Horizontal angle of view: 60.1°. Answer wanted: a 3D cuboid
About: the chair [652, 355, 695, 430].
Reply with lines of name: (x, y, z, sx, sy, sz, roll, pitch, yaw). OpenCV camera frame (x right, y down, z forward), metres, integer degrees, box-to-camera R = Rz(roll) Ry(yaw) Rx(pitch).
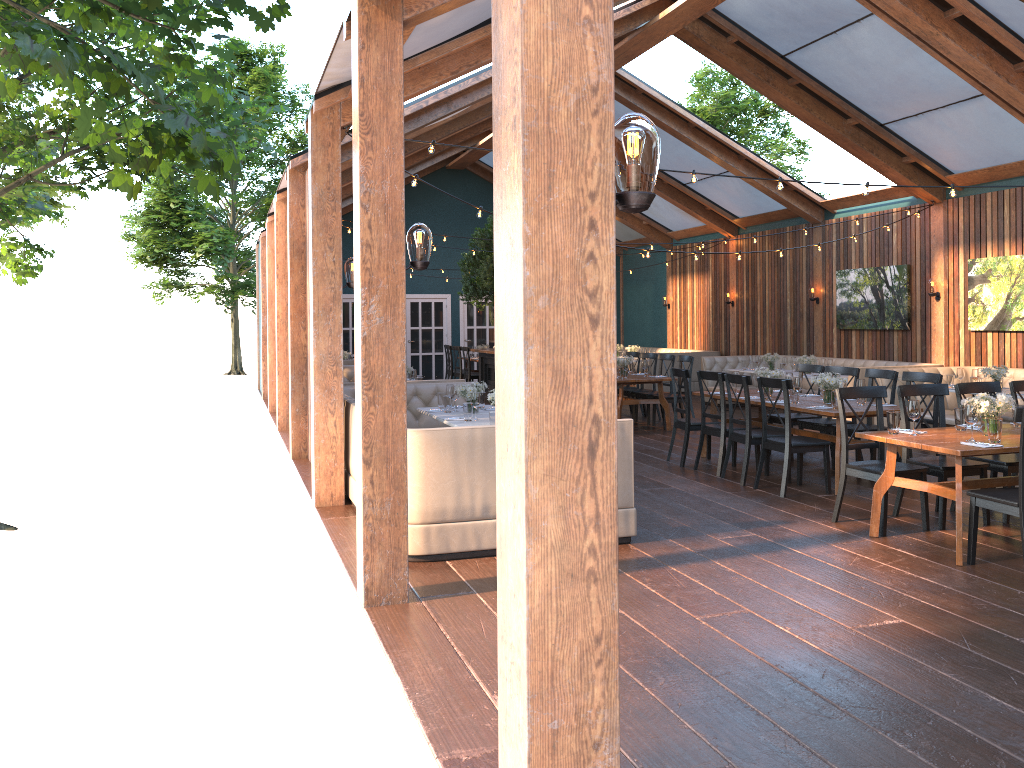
chair: (2.308, 0.109, 12.620, 0.539, 1.019, 0.478, -1, 1, -13)

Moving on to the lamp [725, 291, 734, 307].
lamp: (4.461, -1.751, 18.188, 0.178, 0.320, 0.146, -1, 1, -18)

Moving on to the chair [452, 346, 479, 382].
chair: (-0.971, -0.290, 18.573, 0.540, 1.019, 0.478, -1, 1, -23)

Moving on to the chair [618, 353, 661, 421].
chair: (1.962, 0.036, 13.685, 0.540, 1.019, 0.478, -1, 1, -23)

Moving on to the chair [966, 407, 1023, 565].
chair: (3.116, 0.626, 5.354, 0.477, 1.019, 0.540, -1, 1, -13)

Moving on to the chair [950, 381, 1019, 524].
chair: (3.794, 0.508, 6.899, 0.477, 1.019, 0.540, -1, 1, -23)

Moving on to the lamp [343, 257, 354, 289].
lamp: (-1.386, -0.933, 7.623, 0.178, 0.320, 0.146, -1, 1, -18)

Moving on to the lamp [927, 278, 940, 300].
lamp: (6.161, -1.388, 12.941, 0.178, 0.320, 0.146, -1, 1, -18)

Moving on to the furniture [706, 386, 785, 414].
furniture: (3.809, 0.305, 14.009, 0.313, 0.398, 2.333, -1, 4, -18)

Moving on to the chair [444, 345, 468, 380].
chair: (-1.254, -0.365, 19.658, 0.539, 1.019, 0.478, -1, 1, -12)

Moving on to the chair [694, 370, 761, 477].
chair: (2.184, 0.374, 8.974, 0.540, 1.019, 0.478, -1, 1, -21)

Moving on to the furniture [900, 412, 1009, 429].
furniture: (5.202, 0.602, 9.710, 0.313, 0.398, 2.333, -1, 4, -18)

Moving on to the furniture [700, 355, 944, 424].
furniture: (4.865, 0.040, 14.349, 1.710, 0.858, 4.165, -2, 4, -18)

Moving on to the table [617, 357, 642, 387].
table: (2.579, -0.251, 19.983, 0.799, 0.672, 0.800, -1, 3, -18)

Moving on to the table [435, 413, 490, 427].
table: (-0.221, 0.644, 7.953, 0.799, 0.672, 0.800, -1, 3, -18)

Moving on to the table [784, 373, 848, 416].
table: (4.699, 0.202, 13.439, 0.799, 0.672, 0.800, -1, 3, -19)

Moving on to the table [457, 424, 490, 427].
table: (0.030, 0.698, 7.176, 0.799, 0.672, 0.800, -1, 3, -19)

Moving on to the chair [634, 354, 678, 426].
chair: (2.135, 0.072, 13.153, 0.539, 1.019, 0.478, -1, 1, -18)

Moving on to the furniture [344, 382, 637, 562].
furniture: (-0.589, 0.563, 7.822, 1.710, 0.858, 4.165, -2, 4, -18)

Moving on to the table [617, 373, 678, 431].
table: (1.460, 0.220, 13.204, 0.950, 0.729, 2.435, -1, 4, -18)

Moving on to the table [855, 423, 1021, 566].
table: (3.746, 0.703, 6.226, 2.431, 0.729, 0.952, -2, 3, -18)

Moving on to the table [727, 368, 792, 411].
table: (4.196, 0.094, 14.992, 0.799, 0.672, 0.800, -1, 3, -19)

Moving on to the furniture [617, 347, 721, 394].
furniture: (3.003, -0.357, 20.096, 1.710, 0.858, 4.165, -2, 4, -18)

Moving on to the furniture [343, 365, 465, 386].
furniture: (-1.986, 0.265, 12.134, 1.710, 0.858, 4.165, -2, 4, -18)

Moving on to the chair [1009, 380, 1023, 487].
chair: (4.326, 0.491, 7.071, 0.477, 1.019, 0.540, -1, 1, -18)

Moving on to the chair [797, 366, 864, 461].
chair: (3.361, 0.334, 9.369, 0.540, 1.019, 0.478, -1, 1, -23)

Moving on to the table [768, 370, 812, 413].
table: (4.447, 0.148, 14.216, 0.799, 0.672, 0.800, -1, 3, -18)

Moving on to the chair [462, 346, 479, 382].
chair: (-0.752, -0.254, 18.054, 0.539, 1.019, 0.478, -1, 1, -18)

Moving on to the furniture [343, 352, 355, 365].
furniture: (-3.850, -0.133, 17.890, 1.710, 0.858, 4.165, -2, 4, -18)

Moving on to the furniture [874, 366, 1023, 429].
furniture: (6.259, 0.338, 10.046, 1.710, 0.858, 4.165, -2, 4, -18)

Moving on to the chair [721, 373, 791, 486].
chair: (2.328, 0.410, 8.446, 0.539, 1.019, 0.478, -1, 1, -12)

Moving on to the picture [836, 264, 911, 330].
picture: (5.784, -1.376, 14.245, 0.065, 0.997, 1.653, -1, 3, -18)

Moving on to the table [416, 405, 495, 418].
table: (-0.473, 0.590, 8.729, 0.799, 0.672, 0.800, -1, 3, -19)

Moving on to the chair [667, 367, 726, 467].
chair: (1.982, 0.337, 9.505, 0.539, 1.019, 0.478, -1, 1, -10)

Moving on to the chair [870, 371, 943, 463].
chair: (3.706, 0.408, 8.304, 0.539, 1.019, 0.478, -1, 1, -18)

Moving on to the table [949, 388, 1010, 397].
table: (5.588, 0.392, 10.692, 0.799, 0.672, 0.800, -1, 3, -19)

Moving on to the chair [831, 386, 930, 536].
chair: (2.727, 0.543, 6.553, 0.477, 1.019, 0.540, -1, 1, -23)

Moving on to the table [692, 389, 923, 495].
table: (2.850, 0.517, 8.912, 0.950, 0.729, 2.435, -1, 4, -18)

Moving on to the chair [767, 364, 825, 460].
chair: (3.188, 0.297, 9.903, 0.539, 1.019, 0.478, -1, 1, -18)

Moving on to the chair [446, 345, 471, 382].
chair: (-1.157, -0.326, 19.101, 0.539, 1.019, 0.478, -1, 1, -13)

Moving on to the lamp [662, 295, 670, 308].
lamp: (3.614, -1.932, 20.803, 0.178, 0.320, 0.146, -1, 1, -18)

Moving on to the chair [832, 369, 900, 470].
chair: (3.533, 0.371, 8.837, 0.539, 1.019, 0.478, -1, 1, -13)

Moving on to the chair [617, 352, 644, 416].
chair: (1.790, -0.001, 14.219, 0.539, 1.019, 0.478, -1, 1, -18)

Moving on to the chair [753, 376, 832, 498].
chair: (2.507, 0.447, 7.915, 0.539, 1.019, 0.478, -1, 1, -18)

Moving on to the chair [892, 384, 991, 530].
chair: (3.260, 0.526, 6.726, 0.477, 1.019, 0.540, -1, 1, -18)

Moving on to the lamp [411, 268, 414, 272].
lamp: (-2.257, -2.591, 20.072, 0.056, 0.121, 0.056, 0, 1, 6)

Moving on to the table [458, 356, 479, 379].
table: (-0.428, -0.183, 19.031, 0.950, 0.729, 2.435, -1, 4, -18)

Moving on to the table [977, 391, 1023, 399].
table: (5.840, 0.445, 9.916, 0.799, 0.672, 0.800, -1, 3, -18)

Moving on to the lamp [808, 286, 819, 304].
lamp: (5.307, -1.570, 15.576, 0.178, 0.320, 0.146, -1, 1, -18)

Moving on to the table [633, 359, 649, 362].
table: (2.830, -0.197, 19.207, 0.799, 0.672, 0.800, -1, 3, -19)

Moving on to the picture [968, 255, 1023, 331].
picture: (6.651, -1.192, 11.592, 0.065, 0.997, 1.653, -1, 3, -18)
